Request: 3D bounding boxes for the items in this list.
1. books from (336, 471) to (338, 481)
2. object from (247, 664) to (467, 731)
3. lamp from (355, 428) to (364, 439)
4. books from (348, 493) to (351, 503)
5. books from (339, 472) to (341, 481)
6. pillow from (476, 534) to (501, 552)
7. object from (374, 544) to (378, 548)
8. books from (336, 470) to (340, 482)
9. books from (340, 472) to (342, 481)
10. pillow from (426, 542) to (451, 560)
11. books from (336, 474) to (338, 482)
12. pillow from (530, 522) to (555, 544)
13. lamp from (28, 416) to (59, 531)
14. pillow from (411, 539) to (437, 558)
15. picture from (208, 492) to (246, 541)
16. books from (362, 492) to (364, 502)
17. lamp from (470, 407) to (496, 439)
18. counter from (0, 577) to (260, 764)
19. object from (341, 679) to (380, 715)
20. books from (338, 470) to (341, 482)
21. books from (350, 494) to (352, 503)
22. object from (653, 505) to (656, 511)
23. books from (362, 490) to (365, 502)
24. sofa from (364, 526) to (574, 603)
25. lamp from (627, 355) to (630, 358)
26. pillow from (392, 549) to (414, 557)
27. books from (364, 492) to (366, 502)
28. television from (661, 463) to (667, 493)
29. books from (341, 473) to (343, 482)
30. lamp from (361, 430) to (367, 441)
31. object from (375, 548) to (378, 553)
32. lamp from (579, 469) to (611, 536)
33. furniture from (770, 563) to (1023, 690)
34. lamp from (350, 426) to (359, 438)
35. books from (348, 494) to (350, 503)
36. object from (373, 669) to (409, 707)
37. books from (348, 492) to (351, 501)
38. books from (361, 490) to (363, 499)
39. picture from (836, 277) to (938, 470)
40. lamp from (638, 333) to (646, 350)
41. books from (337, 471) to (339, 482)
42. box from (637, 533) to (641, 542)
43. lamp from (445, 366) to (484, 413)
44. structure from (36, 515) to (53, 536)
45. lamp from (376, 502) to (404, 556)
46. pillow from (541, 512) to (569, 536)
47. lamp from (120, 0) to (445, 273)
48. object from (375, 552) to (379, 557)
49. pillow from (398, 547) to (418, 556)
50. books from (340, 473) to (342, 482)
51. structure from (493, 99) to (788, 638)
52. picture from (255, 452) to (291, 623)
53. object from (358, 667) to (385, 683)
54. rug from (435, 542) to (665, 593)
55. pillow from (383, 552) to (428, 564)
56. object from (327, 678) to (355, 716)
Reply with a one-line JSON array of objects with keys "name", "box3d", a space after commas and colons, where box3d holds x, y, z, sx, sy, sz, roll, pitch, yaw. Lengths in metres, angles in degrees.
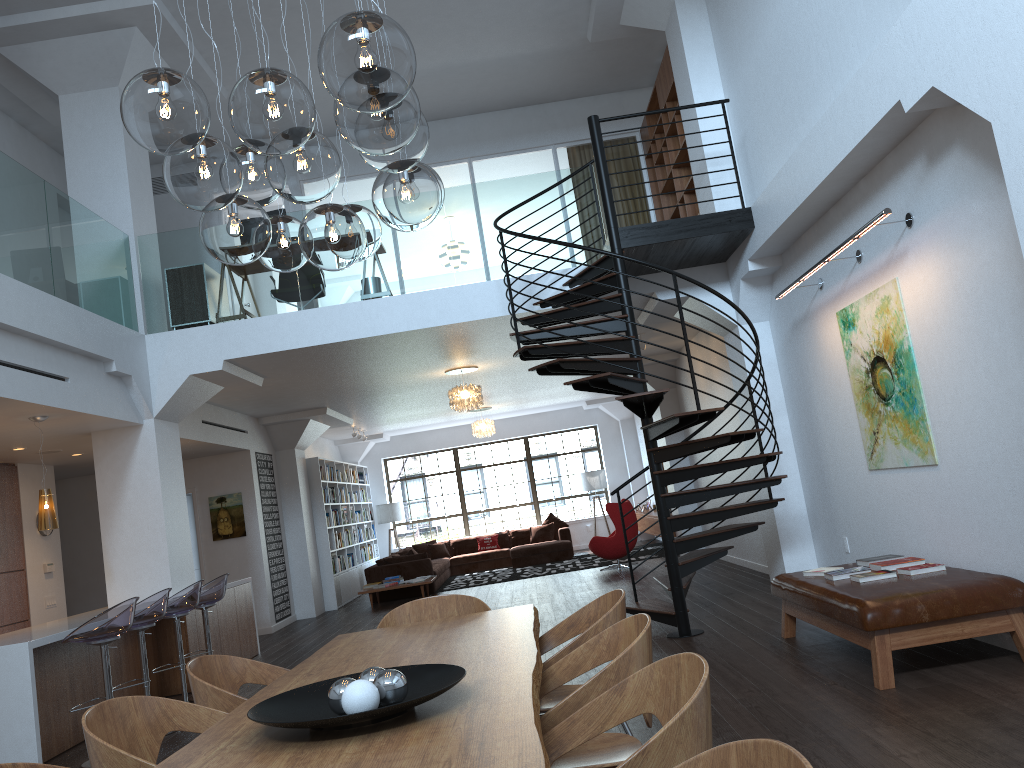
[{"name": "books", "box3d": [-3.141, 1.641, 15.617, 0.146, 0.202, 0.027, -9, -7, 0]}, {"name": "object", "box3d": [-0.412, 0.869, 2.419, 0.592, 0.066, 0.592, -2, -10, -42]}, {"name": "lamp", "box3d": [-2.832, 0.927, 16.452, 0.120, 0.211, 0.111, -3, -10, -41]}, {"name": "books", "box3d": [-3.073, 2.123, 16.444, 0.139, 0.191, 0.036, -9, -7, 0]}, {"name": "books", "box3d": [-3.150, 1.662, 15.881, 0.140, 0.231, 0.042, -9, -7, 0]}, {"name": "pillow", "box3d": [-0.473, 3.172, 17.656, 0.465, 0.308, 0.220, -9, -7, -4]}, {"name": "object", "box3d": [-2.948, 3.355, 18.187, 0.316, 0.088, 0.410, -9, -7, 0]}, {"name": "books", "box3d": [-3.149, 1.649, 15.784, 0.140, 0.231, 0.042, -9, -7, 0]}, {"name": "books", "box3d": [-3.144, 1.689, 15.960, 0.136, 0.196, 0.045, -9, -7, 0]}, {"name": "pillow", "box3d": [-1.475, 3.297, 17.510, 0.489, 0.337, 0.238, -5, -9, -31]}, {"name": "books", "box3d": [-3.144, 1.639, 15.557, 0.139, 0.191, 0.036, -9, -7, 0]}, {"name": "pillow", "box3d": [0.589, 2.953, 17.549, 0.542, 0.362, 0.248, -12, -8, 20]}, {"name": "lamp", "box3d": [-2.946, 0.264, 8.161, 0.149, 1.807, 2.842, -15, -9, 39]}, {"name": "pillow", "box3d": [-1.665, 3.321, 17.607, 0.580, 0.418, 0.334, -5, -8, -27]}, {"name": "picture", "box3d": [-3.895, 1.816, 12.133, 0.450, 0.600, 0.030, -9, -7, 0]}, {"name": "books", "box3d": [-3.068, 2.266, 17.747, 0.174, 0.240, 0.045, -9, -7, -1]}, {"name": "lamp", "box3d": [-0.540, 0.725, 16.371, 0.441, 0.539, 0.442, -16, -10, 42]}, {"name": "counter", "box3d": [-2.500, 2.051, 6.175, 3.039, 0.860, 8.182, -5, -8, -30]}, {"name": "object", "box3d": [-0.397, 0.829, 2.330, 0.100, 0.100, 0.100, -2, -10, -45]}, {"name": "books", "box3d": [-3.153, 1.658, 15.833, 0.158, 0.226, 0.052, -9, -7, 0]}, {"name": "books", "box3d": [-3.070, 2.125, 16.504, 0.146, 0.202, 0.027, -9, -7, 0]}, {"name": "object", "box3d": [2.734, 2.356, 16.911, 0.089, 0.110, 0.089, -2, -10, -45]}, {"name": "books", "box3d": [-3.058, 2.263, 17.787, 0.183, 0.253, 0.034, -9, -7, -1]}, {"name": "sofa", "box3d": [-0.573, 3.127, 16.043, 3.481, 0.664, 4.197, -9, -7, 0]}, {"name": "lamp", "box3d": [1.593, -0.379, 11.845, 0.111, 0.211, 0.120, -14, -9, 33]}, {"name": "pillow", "box3d": [-1.721, 2.931, 14.586, 0.269, 0.411, 0.559, -2, -10, -44]}, {"name": "books", "box3d": [-3.069, 2.288, 17.966, 0.183, 0.253, 0.034, -9, -7, -1]}, {"name": "television", "box3d": [2.665, 1.617, 16.236, 0.013, 0.816, 1.324, -9, -7, -1]}, {"name": "books", "box3d": [-3.145, 1.708, 16.060, 0.134, 0.184, 0.030, -9, -7, 0]}, {"name": "lamp", "box3d": [-2.825, 0.992, 16.966, 0.120, 0.211, 0.111, -5, -8, -26]}, {"name": "object", "box3d": [-2.927, 3.439, 18.176, 0.331, 0.088, 0.410, -9, -7, 0]}, {"name": "lamp", "box3d": [1.790, 2.593, 18.431, 0.545, 1.579, 0.545, -10, -7, 11]}, {"name": "furniture", "box3d": [2.308, 1.402, 5.487, 0.907, 0.453, 1.819, -9, -7, 0]}, {"name": "lamp", "box3d": [-2.839, 0.863, 15.950, 0.111, 0.211, 0.120, -14, -9, 33]}, {"name": "books", "box3d": [-3.070, 2.125, 16.388, 0.126, 0.173, 0.032, -9, -7, 0]}, {"name": "object", "box3d": [-0.331, 0.826, 2.406, 0.100, 0.100, 0.100, -2, -10, -45]}, {"name": "books", "box3d": [-3.079, 2.123, 16.477, 0.146, 0.202, 0.027, -9, -7, 0]}, {"name": "books", "box3d": [-3.062, 2.243, 17.627, 0.183, 0.253, 0.034, -9, -7, -1]}, {"name": "picture", "box3d": [2.544, -0.022, 6.097, 0.010, 1.200, 1.095, -9, -7, 0]}, {"name": "lamp", "box3d": [1.579, -0.509, 10.829, 0.120, 0.211, 0.111, -5, -8, -26]}, {"name": "books", "box3d": [-3.144, 1.652, 15.698, 0.146, 0.202, 0.027, -9, -7, 0]}, {"name": "box", "box3d": [2.554, 3.203, 18.503, 0.228, 0.165, 0.368, -9, -7, 0]}, {"name": "lamp", "box3d": [-0.607, 0.083, 11.352, 0.441, 0.539, 0.442, -16, -10, 42]}, {"name": "structure", "box3d": [-5.305, 1.577, 10.082, 0.040, 0.300, 0.300, -9, -7, 0]}, {"name": "lamp", "box3d": [-2.468, 3.283, 18.504, 0.545, 1.579, 0.545, -8, -7, -11]}, {"name": "pillow", "box3d": [0.782, 2.861, 17.724, 0.651, 0.587, 0.335, -6, -8, -21]}, {"name": "lamp", "box3d": [-0.793, -1.483, 3.040, 0.849, 2.140, 1.787, -9, -7, -1]}, {"name": "object", "box3d": [-2.913, 3.526, 18.165, 0.331, 0.088, 0.410, -9, -7, 0]}, {"name": "pillow", "box3d": [-1.805, 3.150, 15.999, 0.325, 0.391, 0.625, -11, -8, 16]}, {"name": "books", "box3d": [-3.141, 1.686, 15.919, 0.139, 0.191, 0.036, -9, -7, 0]}, {"name": "structure", "box3d": [1.032, -0.148, 7.305, 1.998, 4.352, 1.998, -3, -9, -39]}, {"name": "picture", "box3d": [-3.417, 2.171, 12.737, 0.021, 2.380, 0.800, -9, -7, 0]}, {"name": "object", "box3d": [-0.386, 0.845, 2.489, 0.100, 0.100, 0.100, -2, -10, -45]}, {"name": "rug", "box3d": [0.810, 3.172, 15.505, 4.200, 0.007, 3.100, -9, -7, 1]}, {"name": "pillow", "box3d": [-1.680, 2.932, 14.317, 0.750, 0.364, 0.289, -9, -7, -1]}, {"name": "object", "box3d": [-0.452, 0.852, 2.414, 0.100, 0.100, 0.100, -2, -10, -45]}]
